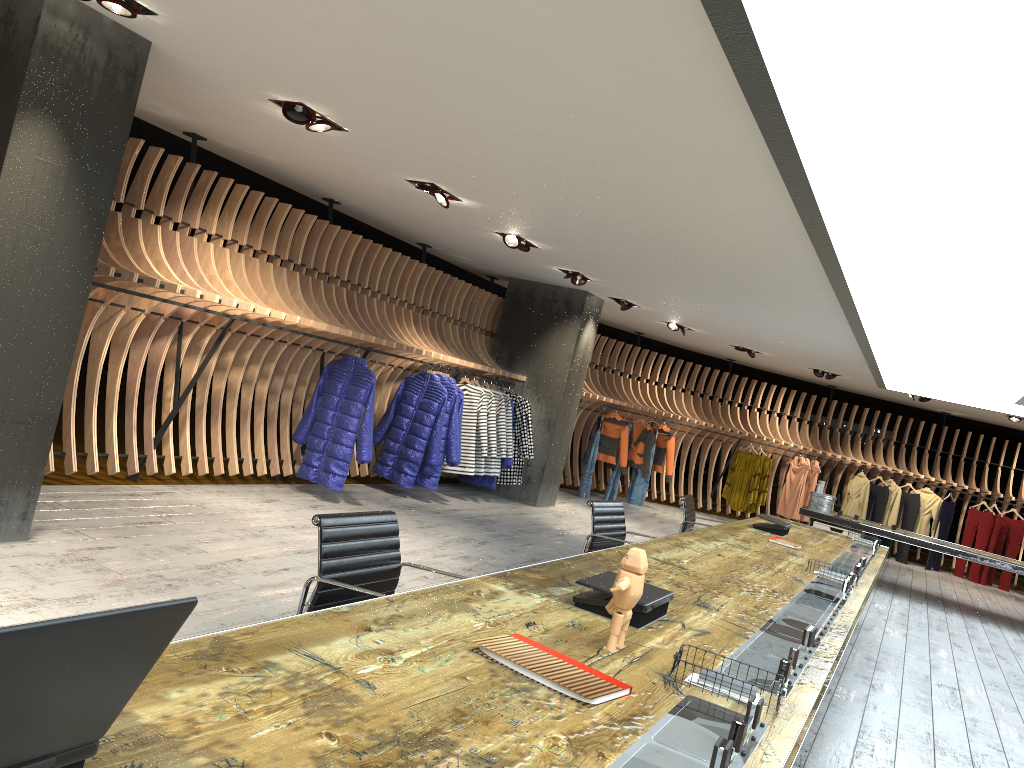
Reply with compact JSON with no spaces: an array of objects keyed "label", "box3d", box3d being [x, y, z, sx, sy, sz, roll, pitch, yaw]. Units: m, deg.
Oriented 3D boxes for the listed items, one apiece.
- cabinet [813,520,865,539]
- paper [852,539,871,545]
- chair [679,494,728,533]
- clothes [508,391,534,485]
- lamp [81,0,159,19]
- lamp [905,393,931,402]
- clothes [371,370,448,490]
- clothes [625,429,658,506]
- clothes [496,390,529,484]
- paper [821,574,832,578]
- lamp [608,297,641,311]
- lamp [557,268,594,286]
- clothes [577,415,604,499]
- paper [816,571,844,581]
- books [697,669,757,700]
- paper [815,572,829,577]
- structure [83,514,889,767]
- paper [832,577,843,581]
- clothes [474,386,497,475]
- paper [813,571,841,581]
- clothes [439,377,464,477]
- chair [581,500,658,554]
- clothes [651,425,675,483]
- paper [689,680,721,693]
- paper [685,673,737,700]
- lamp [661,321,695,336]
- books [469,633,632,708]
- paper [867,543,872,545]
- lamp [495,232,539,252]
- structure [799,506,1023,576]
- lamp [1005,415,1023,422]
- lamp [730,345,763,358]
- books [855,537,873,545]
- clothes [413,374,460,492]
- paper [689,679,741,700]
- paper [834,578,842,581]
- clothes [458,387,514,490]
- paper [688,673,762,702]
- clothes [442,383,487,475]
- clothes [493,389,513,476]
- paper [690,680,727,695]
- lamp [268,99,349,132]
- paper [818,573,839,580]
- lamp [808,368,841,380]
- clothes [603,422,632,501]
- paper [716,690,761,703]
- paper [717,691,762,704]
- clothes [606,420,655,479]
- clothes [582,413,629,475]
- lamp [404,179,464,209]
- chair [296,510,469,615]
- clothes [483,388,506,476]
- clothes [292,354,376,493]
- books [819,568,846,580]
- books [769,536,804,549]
[{"label":"cabinet","box3d":[4.250,2.167,11.676,0.594,0.630,1.129,13,0,25]},{"label":"paper","box3d":[3.320,1.497,8.420,0.177,0.003,0.130,14,0,24]},{"label":"chair","box3d":[1.629,1.422,7.416,0.668,0.860,0.692,13,-1,12]},{"label":"clothes","box3d":[-0.042,0.695,11.170,0.800,1.186,0.191,13,-1,26]},{"label":"lamp","box3d":[-1.932,-1.886,4.157,0.270,0.296,0.492,13,0,25]},{"label":"lamp","box3d":[6.554,0.145,14.277,0.493,0.284,0.269,14,0,6]},{"label":"clothes","box3d":[-1.113,0.460,9.427,0.881,1.261,0.241,13,-1,22]},{"label":"clothes","box3d":[2.088,1.393,14.284,0.309,1.422,0.200,14,-1,-2]},{"label":"clothes","box3d":[-0.112,0.679,10.996,0.808,1.187,0.191,13,-1,26]},{"label":"paper","box3d":[1.934,1.164,5.368,0.177,0.004,0.130,14,0,29]},{"label":"lamp","box3d":[1.439,-1.084,11.321,0.270,0.292,0.492,13,0,32]},{"label":"lamp","box3d":[0.724,-1.255,9.911,0.270,0.292,0.492,13,0,25]},{"label":"clothes","box3d":[1.215,1.183,13.508,0.200,1.422,0.308,14,-1,2]},{"label":"paper","box3d":[1.934,1.162,5.368,0.177,0.004,0.130,14,0,32]},{"label":"books","box3d":[0.599,0.832,2.460,0.155,0.025,0.109,14,0,20]},{"label":"paper","box3d":[1.934,1.164,5.368,0.177,0.004,0.130,14,0,30]},{"label":"structure","box3d":[0.861,1.249,4.045,1.164,0.844,10.433,13,0,25]},{"label":"paper","box3d":[1.934,1.163,5.368,0.177,0.004,0.130,14,0,30]},{"label":"clothes","box3d":[-0.448,0.541,10.278,0.753,1.062,0.128,13,-1,24]},{"label":"paper","box3d":[1.920,1.163,5.370,0.177,0.003,0.130,14,0,24]},{"label":"clothes","box3d":[-0.909,0.502,9.681,0.886,1.239,0.245,13,-1,22]},{"label":"chair","box3d":[0.718,1.204,5.417,0.668,0.860,0.692,13,-1,22]},{"label":"clothes","box3d":[2.375,1.099,14.452,0.200,0.881,0.841,14,-1,-34]},{"label":"paper","box3d":[0.591,0.845,2.465,0.177,0.004,0.130,14,0,28]},{"label":"paper","box3d":[0.577,0.843,2.467,0.177,0.003,0.130,14,0,24]},{"label":"lamp","box3d":[2.365,-0.860,12.585,0.270,0.296,0.491,13,0,45]},{"label":"books","box3d":[0.096,0.717,2.242,0.366,0.026,0.212,14,0,36]},{"label":"paper","box3d":[3.334,1.499,8.419,0.177,0.004,0.130,14,0,34]},{"label":"lamp","box3d":[0.061,-1.416,8.473,0.270,0.286,0.492,13,0,25]},{"label":"structure","box3d":[2.385,1.620,3.059,4.843,0.844,18.444,14,0,25]},{"label":"lamp","box3d":[8.067,0.518,13.975,0.493,0.296,0.269,14,0,19]},{"label":"lamp","box3d":[3.586,-0.567,13.548,0.492,0.293,0.270,14,0,-32]},{"label":"books","box3d":[3.341,1.486,8.413,0.155,0.025,0.109,14,0,20]},{"label":"clothes","box3d":[-0.914,0.499,9.486,0.885,1.246,0.248,13,-1,22]},{"label":"paper","box3d":[0.592,0.843,2.465,0.177,0.004,0.130,14,0,30]},{"label":"paper","box3d":[1.934,1.165,5.368,0.177,0.004,0.130,14,0,34]},{"label":"clothes","box3d":[-0.309,0.646,10.916,0.886,1.239,0.245,13,-1,22]},{"label":"paper","box3d":[0.592,0.842,2.465,0.177,0.004,0.130,14,0,32]},{"label":"clothes","box3d":[-0.546,0.518,10.066,0.753,1.062,0.128,13,-1,24]},{"label":"clothes","box3d":[-0.265,0.585,10.676,0.753,1.062,0.128,13,-1,24]},{"label":"paper","box3d":[0.592,0.844,2.465,0.177,0.004,0.130,14,0,29]},{"label":"lamp","box3d":[-1.268,-1.730,5.596,0.270,0.292,0.492,13,0,25]},{"label":"paper","box3d":[1.934,1.164,5.368,0.177,0.004,0.130,14,0,29]},{"label":"lamp","box3d":[5.013,-0.221,14.150,0.492,0.297,0.269,14,0,-14]},{"label":"clothes","box3d":[1.640,1.285,13.909,0.200,1.422,0.308,13,-1,17]},{"label":"paper","box3d":[0.592,0.843,2.465,0.177,0.004,0.130,14,0,32]},{"label":"paper","box3d":[0.591,0.845,2.465,0.177,0.004,0.130,14,0,34]},{"label":"clothes","box3d":[1.948,0.999,14.081,0.200,0.881,0.841,14,-1,-44]},{"label":"clothes","box3d":[1.498,0.888,13.759,0.841,0.881,0.200,13,-1,41]},{"label":"lamp","box3d":[-0.604,-1.570,7.034,0.270,0.294,0.492,13,0,25]},{"label":"chair","box3d":[-0.412,0.935,3.045,0.668,0.860,0.692,13,-1,17]},{"label":"clothes","box3d":[-0.339,0.567,10.515,0.753,1.062,0.128,13,-1,24]},{"label":"clothes","box3d":[-1.622,0.332,8.137,0.886,1.239,0.245,13,-1,22]},{"label":"books","box3d":[1.941,1.152,5.363,0.155,0.025,0.109,14,0,20]},{"label":"books","box3d":[2.050,1.183,6.611,0.213,0.026,0.365,14,0,26]}]
